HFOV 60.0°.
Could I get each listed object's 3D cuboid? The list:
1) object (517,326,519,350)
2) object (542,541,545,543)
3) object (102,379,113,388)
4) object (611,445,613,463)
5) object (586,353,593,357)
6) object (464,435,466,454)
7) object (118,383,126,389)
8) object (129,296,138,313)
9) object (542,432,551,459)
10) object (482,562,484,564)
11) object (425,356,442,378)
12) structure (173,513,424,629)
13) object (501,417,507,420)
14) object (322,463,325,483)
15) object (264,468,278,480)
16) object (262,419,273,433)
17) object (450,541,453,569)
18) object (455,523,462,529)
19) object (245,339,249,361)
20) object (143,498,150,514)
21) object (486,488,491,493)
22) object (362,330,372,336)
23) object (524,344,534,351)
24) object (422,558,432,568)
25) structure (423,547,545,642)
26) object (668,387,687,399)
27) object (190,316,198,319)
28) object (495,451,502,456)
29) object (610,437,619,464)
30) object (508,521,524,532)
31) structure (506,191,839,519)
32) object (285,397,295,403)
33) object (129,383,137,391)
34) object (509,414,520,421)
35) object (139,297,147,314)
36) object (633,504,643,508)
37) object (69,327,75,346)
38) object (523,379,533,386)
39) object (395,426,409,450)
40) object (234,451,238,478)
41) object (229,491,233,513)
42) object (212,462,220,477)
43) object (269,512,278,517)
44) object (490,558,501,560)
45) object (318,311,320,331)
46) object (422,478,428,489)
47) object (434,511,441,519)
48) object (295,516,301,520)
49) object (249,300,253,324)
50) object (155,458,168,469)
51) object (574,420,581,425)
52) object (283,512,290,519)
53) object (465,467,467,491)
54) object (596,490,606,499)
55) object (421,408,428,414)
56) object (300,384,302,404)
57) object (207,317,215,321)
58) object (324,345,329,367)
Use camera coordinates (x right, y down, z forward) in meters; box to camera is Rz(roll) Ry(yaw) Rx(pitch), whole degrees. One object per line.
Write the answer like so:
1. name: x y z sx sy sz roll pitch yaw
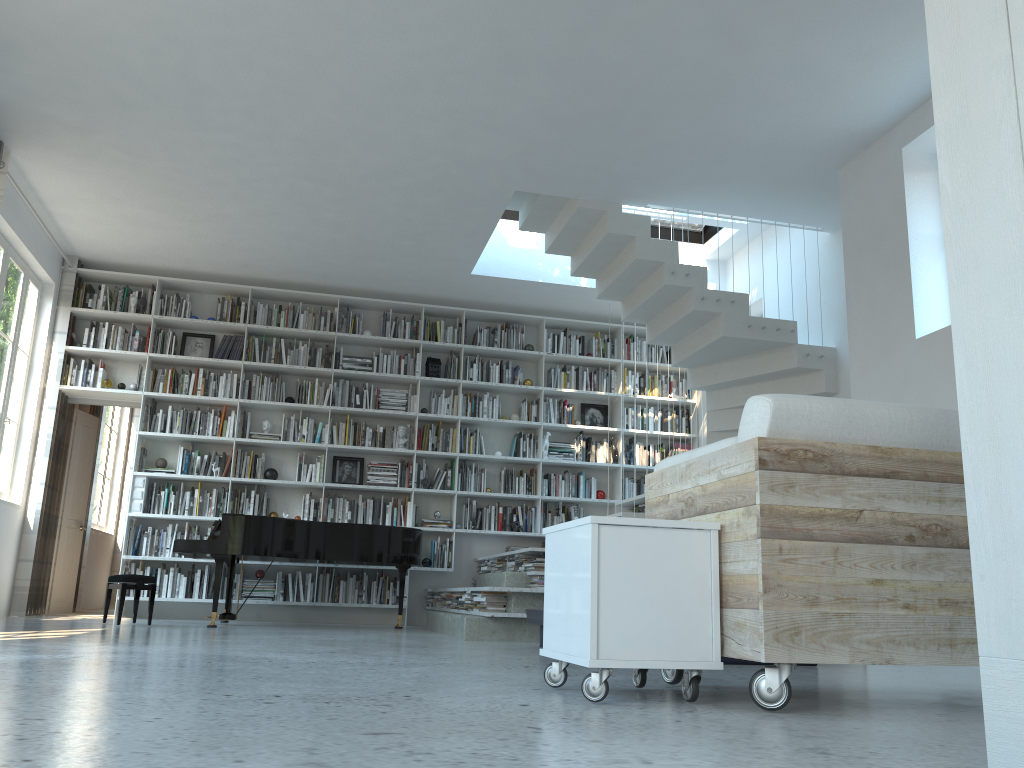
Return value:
1. object: 0.045 -0.442 9.259 0.006 0.297 0.130 5 -13 -12
2. object: 0.453 1.592 8.892 0.285 0.005 0.160 4 -14 -8
3. object: -3.734 -0.003 8.183 0.087 0.087 0.087 -8 -16 35
4. object: 1.017 0.754 9.212 0.022 0.211 0.179 5 -14 -12
5. object: 0.813 -0.290 9.305 0.071 0.072 0.072 -8 -16 35
6. object: -0.485 0.628 8.888 0.013 0.207 0.140 5 -14 -12
7. object: -3.632 0.025 8.252 0.071 0.072 0.071 11 -16 -34
8. object: -3.549 -0.727 8.305 0.067 0.197 0.068 -6 -15 29
9. object: 0.341 0.623 8.913 0.087 0.287 0.075 -3 -14 22
10. object: -0.207 1.745 8.641 0.131 0.024 0.291 4 -14 -10
11. object: -0.792 -0.152 8.912 0.135 0.247 0.136 7 -14 -22
12. structure: -1.673 1.550 7.217 1.919 0.830 1.338 5 -14 -12
13. object: -0.084 0.365 9.011 0.068 0.068 0.068 11 -16 -34
14. object: -1.816 0.872 8.536 0.017 0.215 0.104 5 -13 -12
15. object: -2.278 0.862 8.384 0.134 0.135 0.134 -8 -16 35
16. object: -2.349 0.410 8.491 0.095 0.156 0.121 2 -13 1
17. object: -0.587 1.652 8.548 0.011 0.259 0.142 5 -14 -12
18. object: -0.525 1.400 8.682 0.071 0.072 0.072 -8 -16 35
19. object: -2.571 -0.289 8.598 0.012 0.253 0.161 5 -14 -12
20. object: -3.282 1.098 7.965 0.045 0.146 0.045 -4 -14 25
21. object: -0.241 1.069 8.829 0.071 0.072 0.072 -8 -16 35
22. object: -1.449 -0.488 8.862 0.105 0.105 0.105 11 -16 -34
23. object: 0.176 -0.360 9.169 0.104 0.105 0.104 -8 -16 35
24. object: -0.813 1.704 8.446 0.093 0.094 0.094 -8 -16 35
25. structure: 0.784 1.779 7.435 2.900 0.657 3.121 5 -14 -12
26. object: 1.752 0.108 9.402 0.203 0.136 0.095 1 -13 3
27. object: -3.052 -0.614 8.516 0.083 0.083 0.082 11 -16 -34
28. object: -0.137 0.711 8.897 0.071 0.072 0.072 -8 -16 35
29. object: 1.048 0.689 9.088 0.087 0.287 0.075 -3 -14 22
30. object: 0.042 1.394 8.663 0.161 0.113 0.065 8 -15 -25
31. structure: 1.058 0.060 7.484 2.614 3.372 1.959 5 -14 -12
32. object: -2.144 0.171 8.551 0.097 0.098 0.097 -8 -16 35
33. object: -3.524 0.029 8.256 0.071 0.072 0.071 11 -16 -34
34. object: 0.023 0.359 9.063 0.112 0.112 0.112 11 -16 -34
35. object: -3.470 -0.721 8.323 0.067 0.197 0.068 -6 -15 29
36. object: 1.214 1.123 8.129 0.161 0.025 0.175 4 -14 -9
37. object: -4.101 -0.445 8.249 0.035 0.295 0.176 5 -14 -12
38. object: 0.163 -0.001 9.091 0.101 0.101 0.100 11 -16 -34
39. object: -1.070 0.528 8.625 0.138 0.243 0.137 -10 -18 41
40. object: -2.597 0.777 8.366 0.012 0.269 0.131 5 -13 -12
41. object: -2.617 1.137 8.267 0.012 0.253 0.161 5 -14 -12
42. object: -2.724 0.788 8.148 0.082 0.139 0.044 9 -15 -28
43. object: -2.238 1.245 8.319 0.091 0.091 0.091 11 -16 -34
44. object: -0.087 1.599 8.075 0.159 0.007 0.286 6 -14 -15
45. object: -1.922 -0.587 8.819 0.010 0.246 0.157 5 -14 -12
46. object: -0.840 0.962 8.558 0.054 0.113 0.079 5 -14 -14
47. object: -0.722 1.265 8.581 0.071 0.072 0.072 -8 -16 35
48. object: -2.011 1.269 8.323 0.061 0.062 0.061 -8 -16 35
49. object: -2.559 -0.660 8.685 0.012 0.284 0.160 5 -14 -12
50. object: -3.235 0.736 8.183 0.105 0.106 0.105 11 -16 -34
51. object: 0.669 0.417 9.177 0.091 0.092 0.092 -8 -16 35
52. object: -2.107 1.240 8.282 0.060 0.094 0.078 1 -13 4
53. object: -0.473 0.963 8.834 0.007 0.265 0.135 5 -13 -12
54. object: 0.900 1.144 9.073 0.115 0.116 0.115 11 -16 -34
55. object: -0.868 0.273 8.768 0.071 0.072 0.072 -8 -16 35
56. object: -2.055 0.127 8.636 0.010 0.225 0.143 5 -14 -12
57. object: -2.899 -0.601 8.550 0.083 0.083 0.082 11 -16 -34
58. object: -1.800 -0.258 8.623 0.075 0.254 0.075 11 -16 -33
